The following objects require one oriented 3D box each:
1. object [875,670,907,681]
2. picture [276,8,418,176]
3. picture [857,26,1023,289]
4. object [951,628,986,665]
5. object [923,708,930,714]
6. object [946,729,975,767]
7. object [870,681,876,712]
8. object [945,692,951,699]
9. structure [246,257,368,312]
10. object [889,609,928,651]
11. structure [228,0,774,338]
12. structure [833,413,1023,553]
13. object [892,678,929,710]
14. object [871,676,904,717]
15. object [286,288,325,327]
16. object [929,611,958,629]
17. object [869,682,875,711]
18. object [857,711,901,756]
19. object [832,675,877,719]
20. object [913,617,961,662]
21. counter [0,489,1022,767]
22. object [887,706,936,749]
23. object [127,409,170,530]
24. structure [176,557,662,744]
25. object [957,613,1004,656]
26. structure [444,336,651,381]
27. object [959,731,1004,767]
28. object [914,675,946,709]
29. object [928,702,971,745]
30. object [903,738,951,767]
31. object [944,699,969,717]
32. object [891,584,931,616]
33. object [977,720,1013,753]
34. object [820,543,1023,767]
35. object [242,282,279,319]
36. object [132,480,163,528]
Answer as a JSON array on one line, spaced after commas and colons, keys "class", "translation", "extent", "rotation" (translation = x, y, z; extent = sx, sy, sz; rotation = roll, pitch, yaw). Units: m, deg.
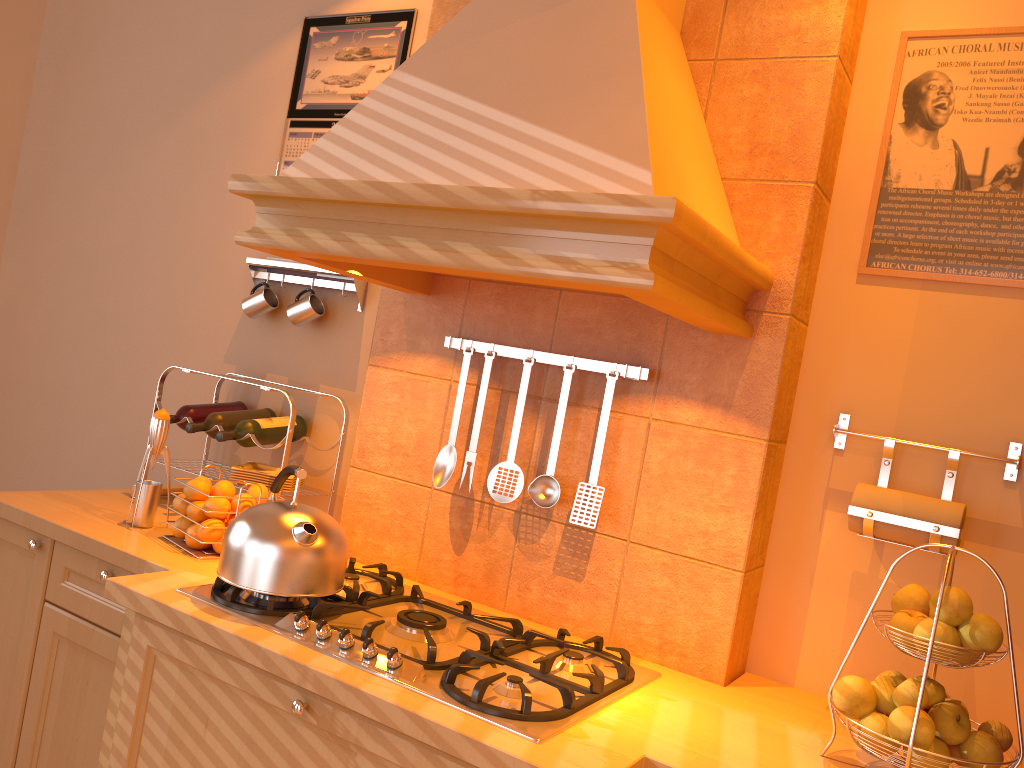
[{"class": "object", "translation": [0.607, 0.486, 1.412], "extent": [0.056, 0.058, 0.055], "rotation": [10, 0, -24]}, {"class": "picture", "translation": [-0.488, -0.753, 2.514], "extent": [0.417, 0.605, 0.009], "rotation": [10, 0, 31]}, {"class": "picture", "translation": [0.890, -0.434, 1.682], "extent": [0.366, 0.491, 0.007], "rotation": [10, 0, 31]}, {"class": "object", "translation": [0.684, 0.393, 1.334], "extent": [0.058, 0.059, 0.058], "rotation": [10, 0, -28]}, {"class": "object", "translation": [0.631, 0.513, 1.383], "extent": [0.047, 0.052, 0.051], "rotation": [10, 0, 27]}, {"class": "object", "translation": [0.692, 0.555, 1.353], "extent": [0.059, 0.054, 0.058], "rotation": [10, 0, 9]}, {"class": "object", "translation": [0.599, 0.516, 1.452], "extent": [0.053, 0.057, 0.056], "rotation": [10, 0, 7]}, {"class": "object", "translation": [0.692, 0.521, 1.446], "extent": [0.044, 0.047, 0.046], "rotation": [10, 0, -39]}, {"class": "structure", "translation": [-0.586, -0.289, 2.490], "extent": [0.405, 0.118, 0.069], "rotation": [10, 0, 31]}, {"class": "object", "translation": [0.619, 0.382, 1.376], "extent": [0.063, 0.058, 0.064], "rotation": [10, 0, -3]}, {"class": "structure", "translation": [-0.076, -0.664, 0.111], "extent": [1.061, 1.148, 4.091], "rotation": [10, 0, 4]}, {"class": "structure", "translation": [0.741, 0.187, 1.639], "extent": [0.320, 0.220, 0.126], "rotation": [10, 0, 31]}, {"class": "object", "translation": [0.590, 0.462, 1.312], "extent": [0.049, 0.052, 0.050], "rotation": [11, 0, 38]}, {"class": "object", "translation": [0.580, 0.481, 1.357], "extent": [0.063, 0.061, 0.063], "rotation": [10, 0, 4]}, {"class": "object", "translation": [-0.568, -0.210, 2.445], "extent": [0.103, 0.111, 0.066], "rotation": [10, 0, 24]}, {"class": "object", "translation": [0.666, 0.355, 1.356], "extent": [0.051, 0.051, 0.050], "rotation": [10, 0, -35]}, {"class": "object", "translation": [0.548, 0.500, 1.412], "extent": [0.063, 0.063, 0.063], "rotation": [11, 1, 42]}, {"class": "object", "translation": [0.550, 0.523, 1.326], "extent": [0.064, 0.062, 0.064], "rotation": [10, 0, 18]}, {"class": "object", "translation": [0.523, 0.479, 1.353], "extent": [0.065, 0.063, 0.056], "rotation": [10, 0, 6]}, {"class": "object", "translation": [0.628, 0.377, 1.310], "extent": [0.063, 0.063, 0.064], "rotation": [10, 1, -43]}, {"class": "counter", "translation": [-0.246, 0.479, 1.811], "extent": [2.250, 0.038, 0.770], "rotation": [10, 0, 31]}, {"class": "object", "translation": [0.574, 0.494, 1.274], "extent": [0.064, 0.060, 0.063], "rotation": [10, 1, -44]}, {"class": "object", "translation": [-0.876, 0.198, 2.139], "extent": [0.088, 0.288, 0.101], "rotation": [10, 0, 31]}, {"class": "structure", "translation": [-0.170, 0.452, 1.682], "extent": [0.797, 0.051, 0.494], "rotation": [10, 0, 31]}, {"class": "object", "translation": [0.680, 0.363, 1.289], "extent": [0.057, 0.060, 0.058], "rotation": [10, 0, -38]}, {"class": "structure", "translation": [0.062, -0.058, 1.920], "extent": [0.506, 0.024, 0.009], "rotation": [10, 0, 31]}, {"class": "object", "translation": [0.686, 0.539, 1.298], "extent": [0.058, 0.059, 0.059], "rotation": [10, 0, -16]}, {"class": "object", "translation": [0.635, 0.471, 1.357], "extent": [0.050, 0.048, 0.051], "rotation": [10, 0, -26]}, {"class": "object", "translation": [0.647, 0.503, 1.315], "extent": [0.058, 0.059, 0.057], "rotation": [10, 0, -6]}, {"class": "object", "translation": [0.609, 0.543, 1.302], "extent": [0.064, 0.061, 0.063], "rotation": [10, 0, 9]}, {"class": "object", "translation": [0.673, 0.513, 1.370], "extent": [0.059, 0.055, 0.058], "rotation": [11, 0, 38]}, {"class": "object", "translation": [0.643, 0.353, 1.423], "extent": [0.061, 0.064, 0.063], "rotation": [11, 1, 40]}, {"class": "object", "translation": [0.722, 0.528, 1.327], "extent": [0.046, 0.047, 0.045], "rotation": [10, 0, -14]}, {"class": "object", "translation": [0.641, 0.432, 1.357], "extent": [0.265, 0.376, 0.265], "rotation": [10, 0, -10]}, {"class": "object", "translation": [-0.719, -0.238, 2.535], "extent": [0.103, 0.111, 0.066], "rotation": [10, 0, 24]}, {"class": "object", "translation": [-0.880, 0.289, 2.133], "extent": [0.060, 0.106, 0.060], "rotation": [10, 0, -2]}]
